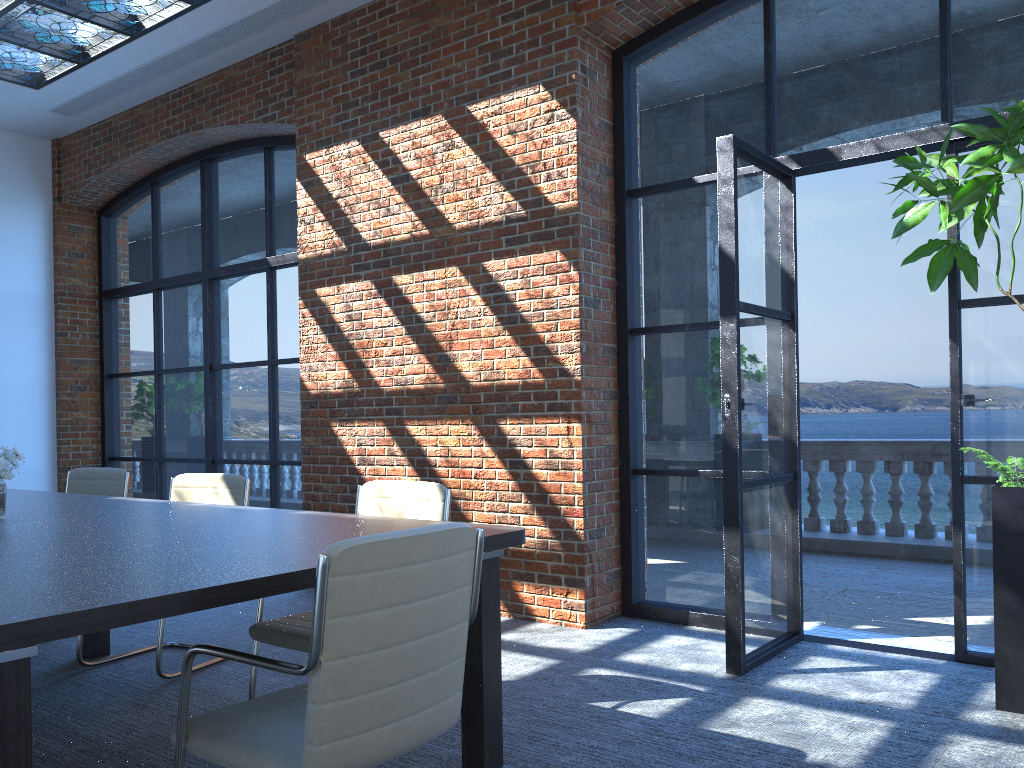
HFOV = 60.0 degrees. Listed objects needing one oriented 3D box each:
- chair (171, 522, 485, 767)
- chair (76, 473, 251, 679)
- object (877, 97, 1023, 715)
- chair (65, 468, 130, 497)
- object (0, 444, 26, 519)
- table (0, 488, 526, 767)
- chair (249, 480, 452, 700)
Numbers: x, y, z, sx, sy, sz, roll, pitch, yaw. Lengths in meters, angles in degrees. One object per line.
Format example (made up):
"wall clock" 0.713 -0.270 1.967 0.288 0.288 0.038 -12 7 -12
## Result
"chair" -0.491 0.822 2.323 0.707 0.923 0.560 -2 -1 38
"chair" -1.732 0.929 4.436 0.560 0.923 0.706 -1 -1 26
"object" 2.161 0.043 3.554 1.325 2.490 0.945 -1 0 38
"chair" -2.742 0.982 5.332 0.560 0.923 0.706 -1 -1 26
"object" -2.175 0.403 3.664 0.329 0.309 0.336 0 -2 -42
"table" -2.253 0.965 3.688 4.506 0.809 1.810 -3 -3 37
"chair" -0.646 0.876 3.602 0.560 0.923 0.706 -1 -1 38
